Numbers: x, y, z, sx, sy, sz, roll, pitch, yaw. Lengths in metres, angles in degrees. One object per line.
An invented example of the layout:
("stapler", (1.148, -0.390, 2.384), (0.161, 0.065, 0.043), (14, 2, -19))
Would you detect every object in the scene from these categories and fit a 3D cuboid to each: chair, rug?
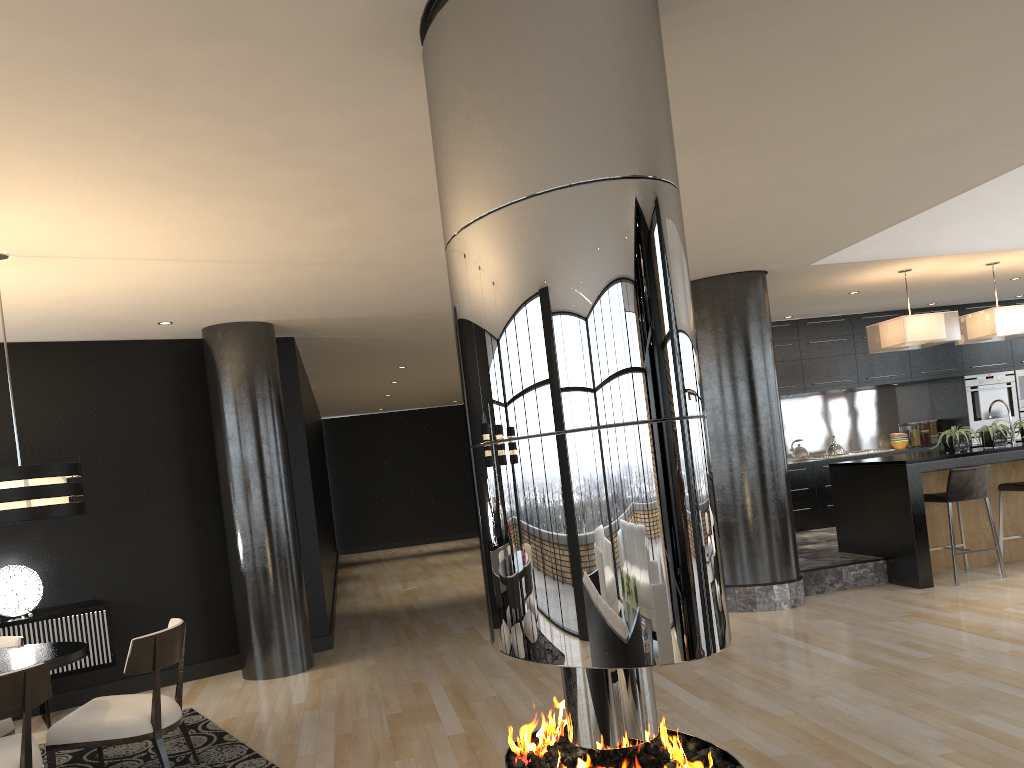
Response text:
("chair", (-1.949, 1.660, 4.502), (0.615, 0.805, 0.645), (-7, -2, -5))
("chair", (3.787, 1.181, 7.496), (0.475, 0.962, 0.521), (-7, -1, -11))
("chair", (4.554, 1.105, 7.645), (0.475, 0.962, 0.521), (-7, -1, -11))
("chair", (-2.323, 1.639, 3.783), (0.640, 0.805, 0.620), (-5, -2, -40))
("rug", (-2.996, 2.126, 3.885), (3.706, 0.011, 2.738), (-3, -6, -34))
("chair", (-2.898, 1.778, 4.584), (0.642, 0.805, 0.618), (-7, -2, -5))

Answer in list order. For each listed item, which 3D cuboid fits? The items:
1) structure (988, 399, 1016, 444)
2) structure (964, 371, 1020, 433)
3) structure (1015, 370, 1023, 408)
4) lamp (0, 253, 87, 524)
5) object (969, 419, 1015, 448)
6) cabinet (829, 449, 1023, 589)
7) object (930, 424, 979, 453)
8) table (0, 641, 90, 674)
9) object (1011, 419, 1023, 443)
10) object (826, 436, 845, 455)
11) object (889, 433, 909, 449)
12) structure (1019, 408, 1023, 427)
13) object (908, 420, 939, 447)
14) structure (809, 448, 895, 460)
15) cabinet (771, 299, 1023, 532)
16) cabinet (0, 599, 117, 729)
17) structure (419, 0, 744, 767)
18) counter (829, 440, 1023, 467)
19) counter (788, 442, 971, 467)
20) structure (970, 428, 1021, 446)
("structure", (4.606, 0.665, 8.432), (2.770, 1.017, 0.658), (-6, -1, -11))
("structure", (5.966, 0.221, 10.979), (0.699, 0.706, 0.086), (-6, 0, -11))
("structure", (6.648, 0.033, 11.103), (0.675, 0.473, 0.027), (-6, 0, -11))
("lamp", (-2.472, 0.019, 4.353), (0.533, 1.327, 0.539), (-6, -1, -34))
("object", (4.245, 0.439, 7.779), (0.398, 0.238, 0.407), (-8, -4, 14))
("cabinet", (4.715, 1.092, 8.145), (3.108, 1.036, 1.185), (-6, -3, -11))
("object", (3.840, 0.482, 7.727), (0.407, 0.238, 0.398), (-8, -4, 14))
("table", (-2.980, 1.744, 3.905), (2.097, 0.767, 1.218), (-4, -4, -32))
("object", (4.674, 0.405, 7.836), (0.407, 0.216, 0.398), (-8, -4, 14))
("object", (3.962, 0.749, 10.845), (0.220, 0.229, 0.222), (-6, -2, -19))
("object", (4.979, 0.731, 11.345), (0.204, 0.205, 0.186), (-6, -2, -10))
("structure", (6.701, 0.494, 11.107), (0.677, 0.445, 0.070), (-6, 0, -11))
("object", (5.334, 0.638, 11.439), (0.365, 0.315, 0.114), (-6, 0, -11))
("structure", (4.209, 0.880, 10.969), (0.898, 0.066, 0.523), (-6, -5, -11))
("cabinet", (4.161, 0.450, 10.962), (5.716, 2.523, 0.730), (-6, 0, -11))
("cabinet", (-3.870, 2.023, 5.835), (2.228, 0.765, 0.614), (-4, -3, -33))
("structure", (0.207, 0.261, 2.556), (0.584, 2.738, 0.896), (-7, 0, -23))
("counter", (4.653, 0.560, 8.142), (3.108, 0.032, 1.186), (-6, -5, -11))
("counter", (4.208, 0.905, 10.988), (2.855, 0.034, 0.734), (-6, -5, -11))
("structure", (6.050, 0.936, 10.983), (0.699, 0.706, 0.086), (-6, 0, -11))
